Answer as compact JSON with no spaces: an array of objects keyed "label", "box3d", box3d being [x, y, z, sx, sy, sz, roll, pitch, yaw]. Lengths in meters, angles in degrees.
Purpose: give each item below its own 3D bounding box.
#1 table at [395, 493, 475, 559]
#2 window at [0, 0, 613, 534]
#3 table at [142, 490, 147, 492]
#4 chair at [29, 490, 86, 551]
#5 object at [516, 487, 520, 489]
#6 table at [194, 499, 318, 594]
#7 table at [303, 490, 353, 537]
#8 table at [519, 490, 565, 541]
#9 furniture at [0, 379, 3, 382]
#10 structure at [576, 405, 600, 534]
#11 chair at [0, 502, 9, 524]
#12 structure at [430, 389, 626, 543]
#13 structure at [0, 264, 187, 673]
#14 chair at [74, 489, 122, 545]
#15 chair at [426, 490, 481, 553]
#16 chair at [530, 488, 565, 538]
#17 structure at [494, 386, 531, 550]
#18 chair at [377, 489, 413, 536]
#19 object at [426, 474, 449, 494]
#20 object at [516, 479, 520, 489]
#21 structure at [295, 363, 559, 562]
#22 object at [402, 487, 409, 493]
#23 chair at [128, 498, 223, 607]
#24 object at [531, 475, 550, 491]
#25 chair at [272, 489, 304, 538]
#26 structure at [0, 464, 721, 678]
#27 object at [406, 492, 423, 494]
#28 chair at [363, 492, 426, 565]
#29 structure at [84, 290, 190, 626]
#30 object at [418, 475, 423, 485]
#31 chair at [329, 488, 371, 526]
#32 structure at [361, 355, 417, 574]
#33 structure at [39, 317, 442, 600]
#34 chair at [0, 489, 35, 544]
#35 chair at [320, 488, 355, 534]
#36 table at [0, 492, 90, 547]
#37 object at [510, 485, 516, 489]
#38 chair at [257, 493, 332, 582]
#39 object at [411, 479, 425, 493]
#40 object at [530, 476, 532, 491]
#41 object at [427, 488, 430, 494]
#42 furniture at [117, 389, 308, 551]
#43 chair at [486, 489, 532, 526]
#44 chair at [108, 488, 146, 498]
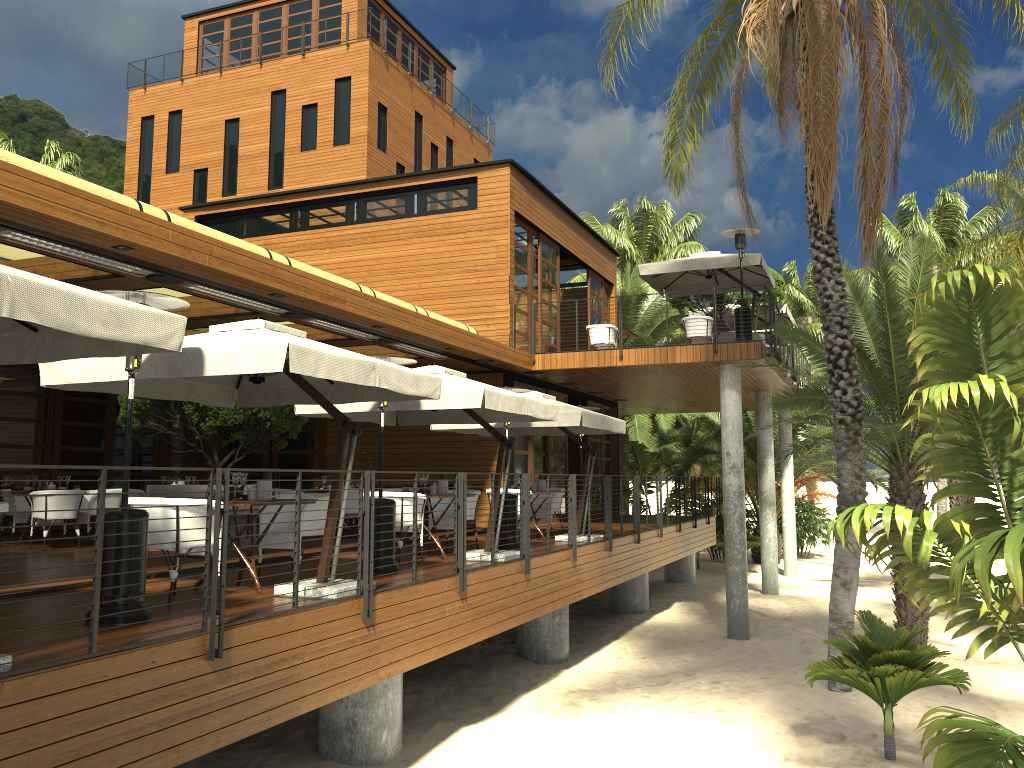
[{"label":"table","box3d":[-1.036,1.694,10.614,0.931,0.751,0.930,-3,-7,22]},{"label":"window","box3d":[-4.524,-5.962,20.020,14.488,18.004,38.331,0,-6,-1]},{"label":"table","box3d":[-5.835,2.218,15.427,1.165,0.751,1.164,-3,-7,24]},{"label":"chair","box3d":[-6.132,1.825,11.960,0.616,0.790,0.626,-6,-9,43]},{"label":"object","box3d":[0.124,1.611,13.644,0.116,0.065,0.116,0,-6,4]},{"label":"table","box3d":[-2.305,1.358,7.499,0.931,0.751,0.930,-3,-7,22]},{"label":"table","box3d":[-2.857,2.127,14.601,1.165,0.751,1.164,-3,-7,27]},{"label":"table","box3d":[0.236,2.031,13.736,0.931,0.751,0.930,-3,-7,22]},{"label":"furniture","box3d":[-6.326,0.454,8.087,2.569,2.729,2.713,2,-7,-13]},{"label":"structure","box3d":[1.178,1.454,15.154,0.699,2.197,0.698,-1,-7,10]},{"label":"chair","box3d":[-3.297,1.079,5.078,0.627,0.790,0.615,-3,-7,23]},{"label":"structure","box3d":[0.316,1.247,13.825,2.413,2.338,2.409,-3,-7,22]},{"label":"structure","box3d":[-3.480,0.242,4.506,2.413,2.338,2.409,-3,-7,22]},{"label":"chair","box3d":[-6.057,1.951,13.128,0.627,0.790,0.616,-6,-9,43]},{"label":"chair","box3d":[-0.732,1.758,11.376,0.627,0.790,0.615,-3,-7,23]},{"label":"chair","box3d":[0.548,2.097,14.519,0.627,0.790,0.615,-3,-7,23]},{"label":"structure","box3d":[-0.076,1.122,12.075,0.699,2.197,0.698,-1,-7,10]},{"label":"chair","box3d":[-1.947,2.132,14.831,0.616,0.790,0.626,3,-7,-22]},{"label":"object","box3d":[-0.861,1.185,10.615,0.263,0.264,0.263,3,-7,-23]},{"label":"object","box3d":[0.140,1.577,13.864,0.163,0.179,0.167,-3,-7,24]},{"label":"structure","box3d":[-0.950,0.912,10.719,2.413,2.338,2.409,-3,-7,22]},{"label":"object","box3d":[-1.264,1.265,10.531,0.086,0.086,0.086,-3,-7,26]},{"label":"chair","box3d":[-2.617,1.266,6.814,0.627,0.790,0.615,-3,-7,23]},{"label":"object","box3d":[0.418,1.523,13.756,0.263,0.264,0.263,3,-7,-23]},{"label":"chair","box3d":[-3.672,2.072,14.258,0.616,0.790,0.626,3,-7,-22]},{"label":"structure","box3d":[0.444,1.707,11.112,0.163,1.156,26.216,-3,-7,22]},{"label":"object","box3d":[-1.170,1.275,10.339,0.294,0.025,0.170,-3,-7,22]},{"label":"chair","box3d":[-1.337,1.605,9.956,0.627,0.790,0.615,-3,-7,23]},{"label":"structure","box3d":[-2.575,0.461,5.939,0.699,2.197,0.698,-1,-7,10]},{"label":"object","box3d":[-1.125,1.237,10.956,0.082,0.227,0.082,-3,-8,23]},{"label":"chair","box3d":[-2.513,2.022,13.805,0.627,0.790,0.615,3,-7,-22]},{"label":"structure","box3d":[-1.328,0.791,9.002,0.699,2.197,0.698,-1,-7,10]},{"label":"structure","box3d":[-2.215,0.577,7.613,2.413,2.338,2.409,-3,-7,22]},{"label":"chair","box3d":[-7.259,1.957,13.175,0.616,0.790,0.626,-6,-9,43]},{"label":"chair","box3d":[-3.016,2.192,15.378,0.627,0.790,0.615,3,-7,-22]},{"label":"table","box3d":[-6.662,1.913,12.594,1.166,0.751,1.163,0,-6,2]},{"label":"object","box3d":[0.015,1.603,13.671,0.086,0.086,0.086,-3,-7,22]},{"label":"chair","box3d":[-1.990,1.425,8.287,0.627,0.790,0.615,-3,-7,23]},{"label":"object","box3d":[-1.139,1.239,10.724,0.163,0.179,0.167,-3,-7,24]},{"label":"object","box3d":[0.260,1.516,13.554,0.082,0.227,0.082,-3,-8,23]},{"label":"object","box3d":[-0.987,1.309,10.843,0.116,0.065,0.116,-2,-7,20]},{"label":"furniture","box3d":[-4.320,0.965,12.829,2.616,2.729,2.688,-2,-7,13]},{"label":"chair","box3d":[-0.057,1.944,13.099,0.627,0.790,0.615,-3,-7,23]},{"label":"chair","box3d":[-6.550,2.163,15.081,0.616,0.790,0.626,3,-7,-22]}]
